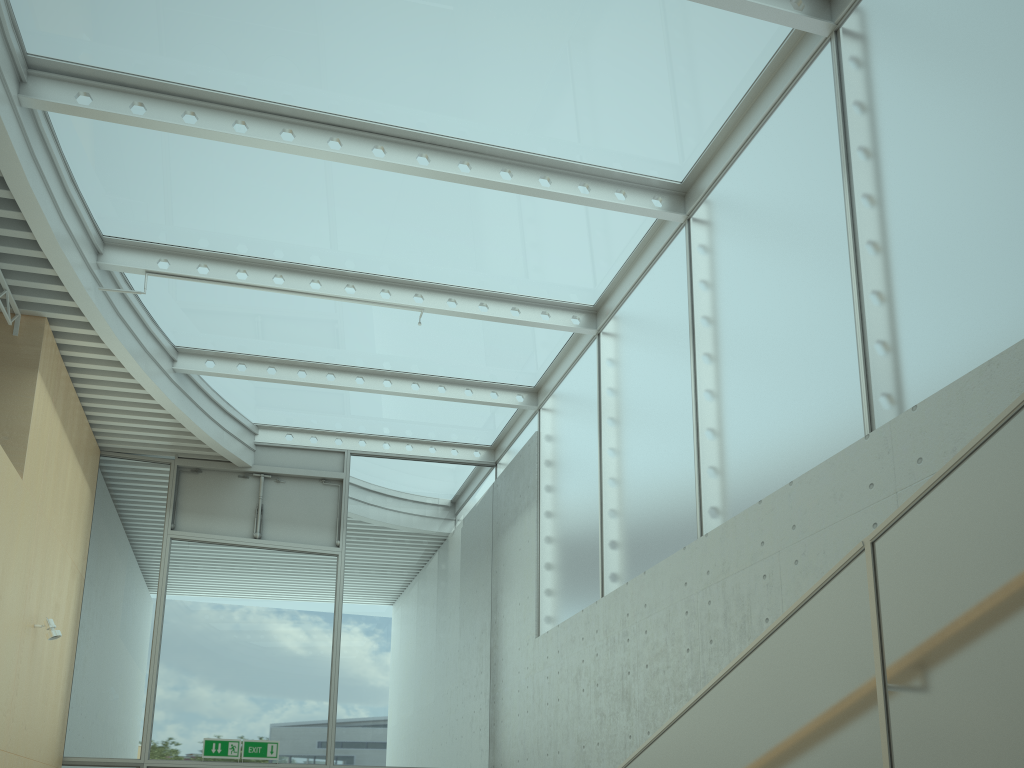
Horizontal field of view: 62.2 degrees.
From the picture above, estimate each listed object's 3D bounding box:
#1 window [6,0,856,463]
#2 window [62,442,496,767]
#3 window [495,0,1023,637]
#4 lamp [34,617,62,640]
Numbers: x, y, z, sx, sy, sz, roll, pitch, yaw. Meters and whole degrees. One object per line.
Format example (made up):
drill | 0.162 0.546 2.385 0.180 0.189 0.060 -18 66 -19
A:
window | -0.609 0.650 4.806 4.823 5.812 17.125 6 -26 -15
window | -2.498 3.525 9.913 4.903 5.852 0.117 7 -15 -18
window | 1.477 -0.413 5.784 0.030 2.551 16.934 4 -27 -16
lamp | -4.038 2.127 7.390 0.240 0.182 0.148 17 -25 -34
